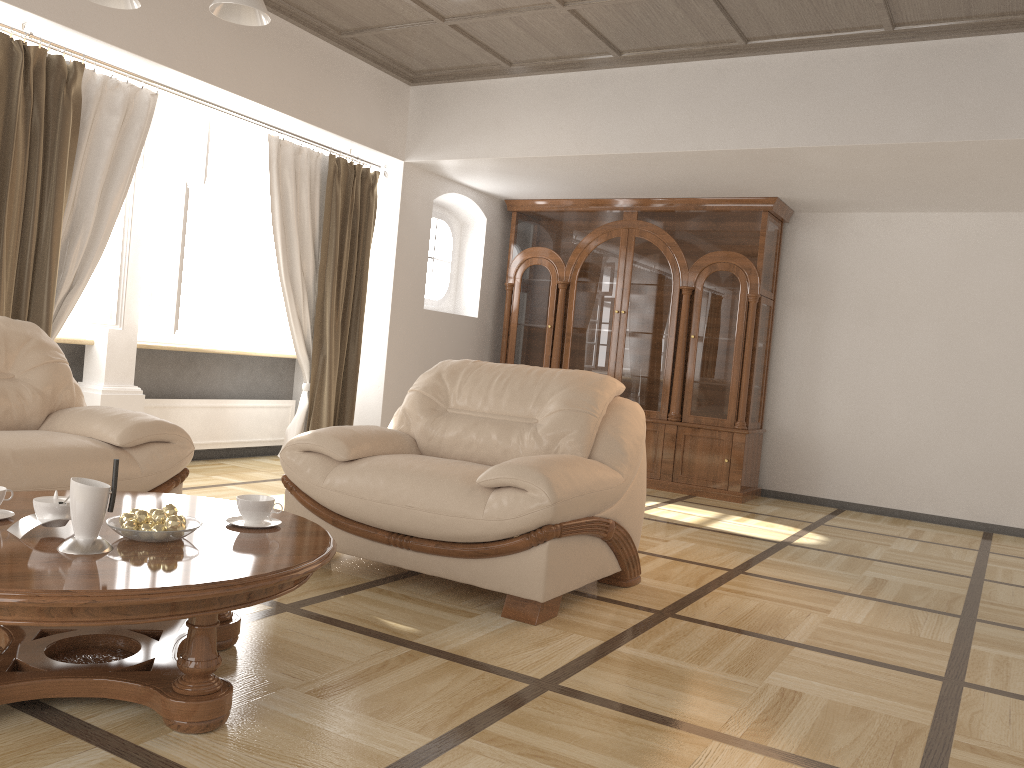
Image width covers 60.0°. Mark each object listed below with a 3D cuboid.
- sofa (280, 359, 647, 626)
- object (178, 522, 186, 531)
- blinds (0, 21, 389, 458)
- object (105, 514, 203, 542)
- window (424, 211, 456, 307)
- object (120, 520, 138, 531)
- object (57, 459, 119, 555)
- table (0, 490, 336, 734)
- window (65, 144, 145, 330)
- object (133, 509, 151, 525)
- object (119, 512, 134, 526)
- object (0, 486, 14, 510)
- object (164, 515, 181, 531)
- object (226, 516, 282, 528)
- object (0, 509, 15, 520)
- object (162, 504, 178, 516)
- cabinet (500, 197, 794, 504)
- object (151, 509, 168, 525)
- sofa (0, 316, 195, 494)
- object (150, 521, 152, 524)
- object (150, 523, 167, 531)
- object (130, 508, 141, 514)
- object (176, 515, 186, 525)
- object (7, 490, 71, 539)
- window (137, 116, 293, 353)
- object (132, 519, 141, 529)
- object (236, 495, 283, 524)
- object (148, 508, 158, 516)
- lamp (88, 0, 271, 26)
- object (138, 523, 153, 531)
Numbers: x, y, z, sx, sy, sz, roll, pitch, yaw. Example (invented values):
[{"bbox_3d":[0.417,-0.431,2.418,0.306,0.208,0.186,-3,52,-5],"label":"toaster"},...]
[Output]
[{"bbox_3d":[-0.165,0.349,3.811,1.318,0.900,1.052,6,2,30],"label":"sofa"},{"bbox_3d":[-0.827,0.359,2.192,0.038,0.041,0.041,6,2,14],"label":"object"},{"bbox_3d":[-2.460,-0.582,4.144,0.285,2.294,5.765,6,2,30],"label":"blinds"},{"bbox_3d":[-0.895,0.364,2.220,0.227,0.039,0.227,4,2,-35],"label":"object"},{"bbox_3d":[-0.668,-1.042,7.414,0.050,0.784,0.600,6,2,30],"label":"window"},{"bbox_3d":[-0.934,0.352,2.165,0.041,0.040,0.037,7,2,43],"label":"object"},{"bbox_3d":[-0.976,0.275,2.047,0.119,0.210,0.119,6,2,7],"label":"object"},{"bbox_3d":[-1.058,0.564,2.267,1.167,0.392,1.169,6,2,25],"label":"table"},{"bbox_3d":[-2.886,-1.030,4.499,0.784,1.500,1.759,6,2,29],"label":"window"},{"bbox_3d":[-0.914,0.330,2.192,0.038,0.039,0.040,6,2,14],"label":"object"},{"bbox_3d":[-0.966,0.342,2.230,0.041,0.038,0.039,5,2,-17],"label":"object"},{"bbox_3d":[-1.348,0.300,2.260,0.105,0.071,0.114,5,2,-10],"label":"object"},{"bbox_3d":[-0.826,0.341,2.157,0.038,0.042,0.038,7,2,38],"label":"object"},{"bbox_3d":[-0.722,0.388,2.478,0.150,0.010,0.150,6,2,19],"label":"object"},{"bbox_3d":[-1.351,0.335,2.256,0.150,0.010,0.150,6,2,15],"label":"object"},{"bbox_3d":[-0.873,0.327,2.260,0.038,0.044,0.038,7,2,36],"label":"object"},{"bbox_3d":[0.981,-0.349,7.433,2.360,2.298,0.587,6,2,30],"label":"cabinet"},{"bbox_3d":[-0.870,0.330,2.183,0.037,0.041,0.040,4,2,-37],"label":"object"},{"bbox_3d":[-2.248,0.178,2.969,1.051,0.900,2.135,6,2,30],"label":"sofa"},{"bbox_3d":[-0.901,0.361,2.216,0.039,0.038,0.041,5,2,-18],"label":"object"},{"bbox_3d":[-0.860,0.359,2.160,0.039,0.039,0.041,6,2,7],"label":"object"},{"bbox_3d":[-0.958,0.337,2.268,0.040,0.040,0.038,6,2,9],"label":"object"},{"bbox_3d":[-0.858,0.356,2.281,0.040,0.039,0.039,7,2,41],"label":"object"},{"bbox_3d":[-1.118,0.298,2.172,0.104,0.133,0.178,7,2,45],"label":"object"},{"bbox_3d":[-1.890,-0.986,6.220,0.782,1.500,1.653,6,2,30],"label":"window"},{"bbox_3d":[-0.941,0.356,2.203,0.038,0.040,0.040,5,2,-10],"label":"object"},{"bbox_3d":[-0.715,0.354,2.474,0.114,0.071,0.105,7,2,45],"label":"object"},{"bbox_3d":[-0.926,0.340,2.291,0.039,0.039,0.041,5,2,-11],"label":"object"},{"bbox_3d":[-0.845,-1.583,2.229,0.741,1.094,0.713,6,2,30],"label":"lamp"},{"bbox_3d":[-0.895,0.361,2.173,0.039,0.040,0.038,6,2,20],"label":"object"}]
